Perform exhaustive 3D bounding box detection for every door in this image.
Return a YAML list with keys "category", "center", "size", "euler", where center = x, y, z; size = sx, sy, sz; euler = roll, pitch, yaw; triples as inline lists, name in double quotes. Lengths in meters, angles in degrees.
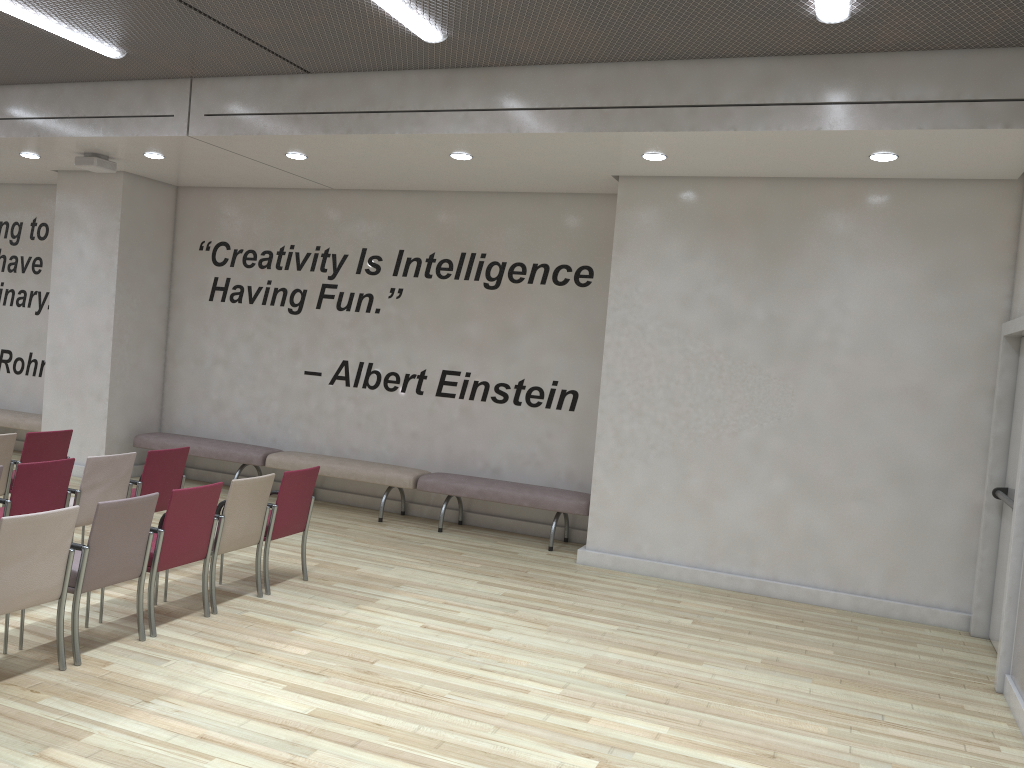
- category: "door"
  center: [3.480, 0.746, 6.127]
  size: [0.200, 2.400, 1.400]
  euler: [6, 2, 21]

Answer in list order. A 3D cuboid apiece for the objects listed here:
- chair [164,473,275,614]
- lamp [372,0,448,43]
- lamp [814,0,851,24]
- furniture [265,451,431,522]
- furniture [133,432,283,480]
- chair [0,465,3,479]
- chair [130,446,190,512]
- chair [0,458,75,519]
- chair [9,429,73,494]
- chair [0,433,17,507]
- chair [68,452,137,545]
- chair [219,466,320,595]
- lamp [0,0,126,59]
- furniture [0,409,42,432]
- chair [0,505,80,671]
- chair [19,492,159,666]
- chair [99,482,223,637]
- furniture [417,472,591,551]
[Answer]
- category: "chair"
  center: [-2.037, 1.037, 6.089]
  size: [0.640, 0.890, 0.513]
  euler: [6, 2, 22]
- category: "lamp"
  center: [-1.131, -2.376, 4.613]
  size: [0.198, 0.045, 3.304]
  euler: [6, 2, 21]
- category: "lamp"
  center: [1.296, -2.132, 3.679]
  size: [0.198, 0.045, 3.304]
  euler: [6, 2, 21]
- category: "furniture"
  center: [-1.782, 1.089, 9.554]
  size: [1.833, 0.550, 0.530]
  euler: [6, 2, 21]
- category: "furniture"
  center: [-3.509, 0.915, 10.219]
  size: [1.833, 0.550, 0.530]
  euler: [6, 2, 21]
- category: "chair"
  center: [-3.588, 0.929, 5.493]
  size: [0.640, 0.890, 0.513]
  euler: [6, 2, 21]
- category: "chair"
  center: [-2.977, 0.919, 7.040]
  size: [0.640, 0.890, 0.513]
  euler: [6, 2, 21]
- category: "chair"
  center: [-3.392, 0.925, 6.009]
  size: [0.640, 0.890, 0.513]
  euler: [6, 2, 20]
- category: "chair"
  center: [-4.130, 0.803, 7.475]
  size: [0.640, 0.890, 0.513]
  euler: [6, 2, 21]
- category: "chair"
  center: [-4.329, 0.806, 6.974]
  size: [0.640, 0.890, 0.513]
  euler: [6, 2, 20]
- category: "chair"
  center: [-3.183, 0.922, 6.518]
  size: [0.640, 0.890, 0.513]
  euler: [6, 2, 21]
- category: "chair"
  center: [-1.835, 1.034, 6.600]
  size: [0.640, 0.890, 0.513]
  euler: [6, 2, 20]
- category: "lamp"
  center: [-3.792, -2.643, 5.639]
  size: [0.198, 0.045, 3.304]
  euler: [6, 2, 21]
- category: "furniture"
  center: [-6.322, 0.633, 11.303]
  size: [1.833, 0.550, 0.530]
  euler: [6, 2, 21]
- category: "chair"
  center: [-2.640, 1.047, 4.537]
  size: [0.640, 0.890, 0.513]
  euler: [6, 2, 22]
- category: "chair"
  center: [-2.433, 1.045, 5.051]
  size: [0.640, 0.890, 0.513]
  euler: [6, 2, 20]
- category: "chair"
  center: [-2.233, 1.041, 5.577]
  size: [0.640, 0.890, 0.513]
  euler: [6, 2, 21]
- category: "furniture"
  center: [-0.059, 1.262, 8.891]
  size: [1.833, 0.550, 0.530]
  euler: [6, 2, 21]
